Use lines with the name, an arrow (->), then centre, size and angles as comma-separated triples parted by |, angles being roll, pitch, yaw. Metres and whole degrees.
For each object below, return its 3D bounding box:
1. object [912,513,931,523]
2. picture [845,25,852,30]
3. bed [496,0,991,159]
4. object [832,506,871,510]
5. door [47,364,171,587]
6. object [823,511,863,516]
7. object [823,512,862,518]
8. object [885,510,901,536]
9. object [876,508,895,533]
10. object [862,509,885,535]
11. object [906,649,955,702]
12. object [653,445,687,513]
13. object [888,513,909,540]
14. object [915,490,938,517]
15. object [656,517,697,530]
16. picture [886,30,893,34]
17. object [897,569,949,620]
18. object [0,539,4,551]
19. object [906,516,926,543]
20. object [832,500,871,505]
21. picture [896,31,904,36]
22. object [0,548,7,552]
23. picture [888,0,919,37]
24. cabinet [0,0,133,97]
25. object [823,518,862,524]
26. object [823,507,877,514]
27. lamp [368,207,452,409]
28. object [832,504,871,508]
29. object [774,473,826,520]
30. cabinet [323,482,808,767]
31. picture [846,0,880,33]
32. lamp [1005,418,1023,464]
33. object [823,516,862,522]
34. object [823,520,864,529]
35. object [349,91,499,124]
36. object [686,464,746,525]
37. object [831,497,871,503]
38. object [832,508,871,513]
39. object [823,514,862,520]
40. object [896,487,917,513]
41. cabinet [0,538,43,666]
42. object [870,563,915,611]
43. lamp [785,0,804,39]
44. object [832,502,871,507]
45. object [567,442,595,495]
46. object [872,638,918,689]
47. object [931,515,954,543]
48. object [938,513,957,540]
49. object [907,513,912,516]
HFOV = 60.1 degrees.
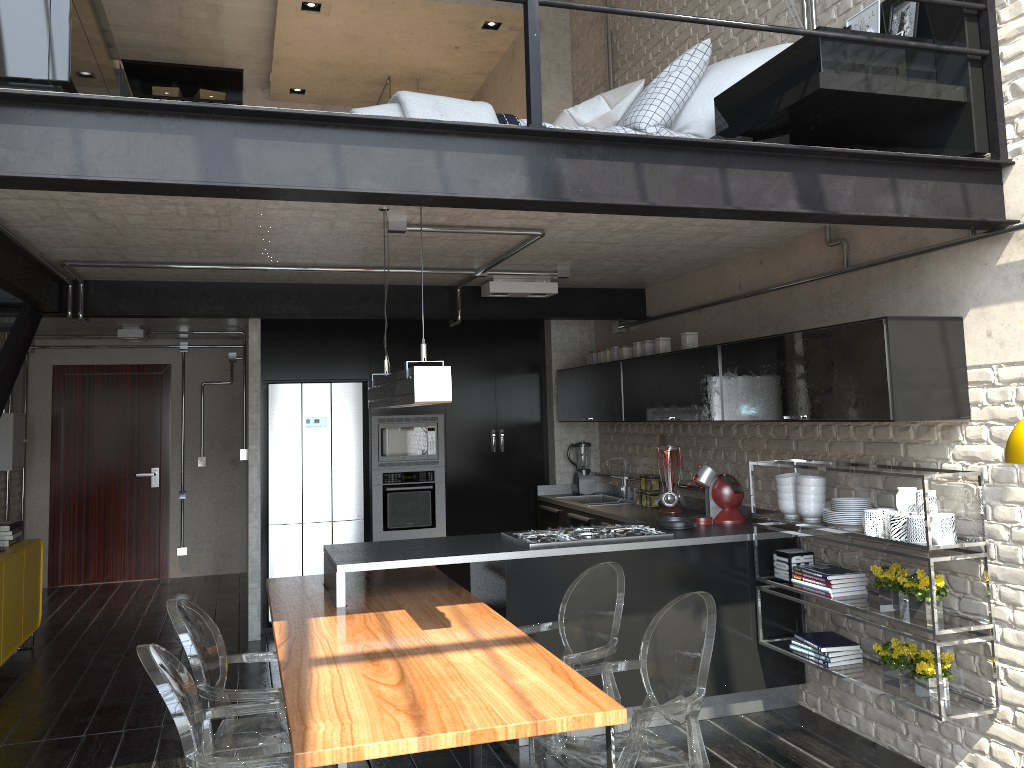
object -> 1.694, 0.589, 3.679 | 0.108, 0.101, 0.082 | -1, -4, -3
picture -> 1.534, -1.536, 4.232 | 0.046, 0.276, 0.242 | 0, -4, -17
bed -> -0.042, -1.189, 5.257 | 2.695, 0.846, 4.459 | -1, -2, -17
object -> 1.561, 0.578, 4.067 | 0.171, 0.030, 0.170 | -1, -2, -13
door -> -4.132, 0.909, 9.147 | 1.133, 2.229, 0.194 | 0, -6, -17
object -> 1.561, 0.601, 4.065 | 0.251, 0.031, 0.251 | -3, -3, 41
object -> 1.561, 0.609, 4.064 | 0.251, 0.031, 0.251 | -3, -3, 41
object -> 1.648, 0.594, 3.782 | 0.108, 0.101, 0.082 | 0, -5, -28
object -> 1.644, 0.598, 3.890 | 0.083, 0.101, 0.108 | -3, -4, 17
object -> 1.571, 0.599, 3.848 | 0.083, 0.101, 0.108 | -3, -4, 17
object -> 1.719, 1.182, 3.621 | 0.175, 0.193, 0.181 | -2, -4, 5
object -> 1.019, 0.615, 5.733 | 0.210, 0.429, 0.201 | -1, -5, -2
object -> 1.618, 0.592, 3.693 | 0.083, 0.101, 0.108 | -3, -4, 17
object -> 1.704, 0.486, 3.622 | 0.108, 0.101, 0.082 | 0, -5, -28
object -> 0.909, 0.777, 4.894 | 0.227, 0.050, 0.309 | -2, -2, 12
picture -> 1.606, -1.471, 3.911 | 0.052, 0.121, 0.174 | 0, -3, -17
object -> 1.706, 0.863, 3.650 | 0.182, 0.193, 0.174 | -1, -4, -5
object -> -3.510, 1.063, 5.942 | 0.229, 0.108, 0.099 | -2, -4, 10
object -> 1.651, 0.587, 3.584 | 0.108, 0.101, 0.082 | 0, -5, -28
object -> 1.560, 0.552, 4.069 | 0.171, 0.030, 0.170 | -1, -2, -13
picture -> 1.641, -1.459, 3.807 | 0.030, 0.087, 0.096 | 0, -4, -17
object -> -3.522, 1.112, 5.869 | 0.299, 0.012, 0.299 | 0, -2, -37
picture -> 1.674, -1.542, 3.791 | 0.055, 0.251, 0.174 | 0, -5, -17
cabinet -> -2.026, -1.030, 3.972 | 0.606, 0.554, 3.165 | -1, -2, -17
object -> 1.562, 0.633, 4.062 | 0.251, 0.031, 0.251 | -3, -3, 41
object -> 1.561, 0.592, 4.066 | 0.251, 0.031, 0.251 | -3, -3, 41
lamp -> -0.420, -0.362, 3.373 | 0.125, 0.895, 1.083 | 0, -4, -17
object -> 1.561, 0.569, 4.068 | 0.171, 0.030, 0.170 | -1, -2, -13
object -> 1.456, 0.564, 4.460 | 0.150, 0.218, 0.308 | 0, -4, -20
cabinet -> -0.019, 1.278, 5.620 | 2.431, 1.010, 2.733 | -1, -3, -17
picture -> 1.605, -1.564, 4.052 | 0.033, 0.315, 0.225 | 0, -5, -17
lamp -> 1.762, 0.799, 2.080 | 0.630, 1.627, 1.563 | -1, -4, -4
object -> 1.562, 0.625, 4.063 | 0.251, 0.031, 0.251 | -3, -3, 41
object -> 1.562, 0.641, 4.061 | 0.251, 0.031, 0.251 | -3, -3, 41
object -> -0.639, -1.083, 4.812 | 0.681, 0.662, 2.505 | -1, -2, -16
object -> 1.187, 0.633, 5.116 | 0.350, 0.343, 0.219 | 1, -5, -33
object -> 1.560, 0.543, 4.070 | 0.171, 0.030, 0.170 | -1, -2, -13
object -> 1.561, 0.586, 4.066 | 0.171, 0.030, 0.170 | -1, -2, -13
object -> 1.561, 0.617, 4.064 | 0.251, 0.031, 0.251 | -3, -3, 41
object -> 1.666, 0.492, 3.751 | 0.108, 0.101, 0.082 | -1, -4, -3
cabinet -> -3.430, 1.487, 5.446 | 0.548, 0.773, 2.190 | 0, -3, -17
object -> 1.649, 0.871, 3.831 | 0.175, 0.193, 0.181 | -2, -4, 5
lamp -> 1.197, -1.727, 4.305 | 0.480, 0.692, 0.170 | -5, -6, 38
object -> 1.561, 0.560, 4.068 | 0.171, 0.030, 0.170 | -1, -2, -13
object -> 0.553, 0.679, 7.162 | 0.223, 0.425, 0.161 | 0, -5, -17
object -> 1.661, 1.190, 3.794 | 0.182, 0.193, 0.174 | -1, -4, -5
object -> 1.722, 0.585, 3.569 | 0.108, 0.101, 0.082 | -1, -4, -3
object -> 1.784, 0.586, 3.652 | 0.083, 0.101, 0.108 | -3, -4, 17
object -> 1.740, 0.591, 3.778 | 0.108, 0.101, 0.082 | 0, -4, -18
